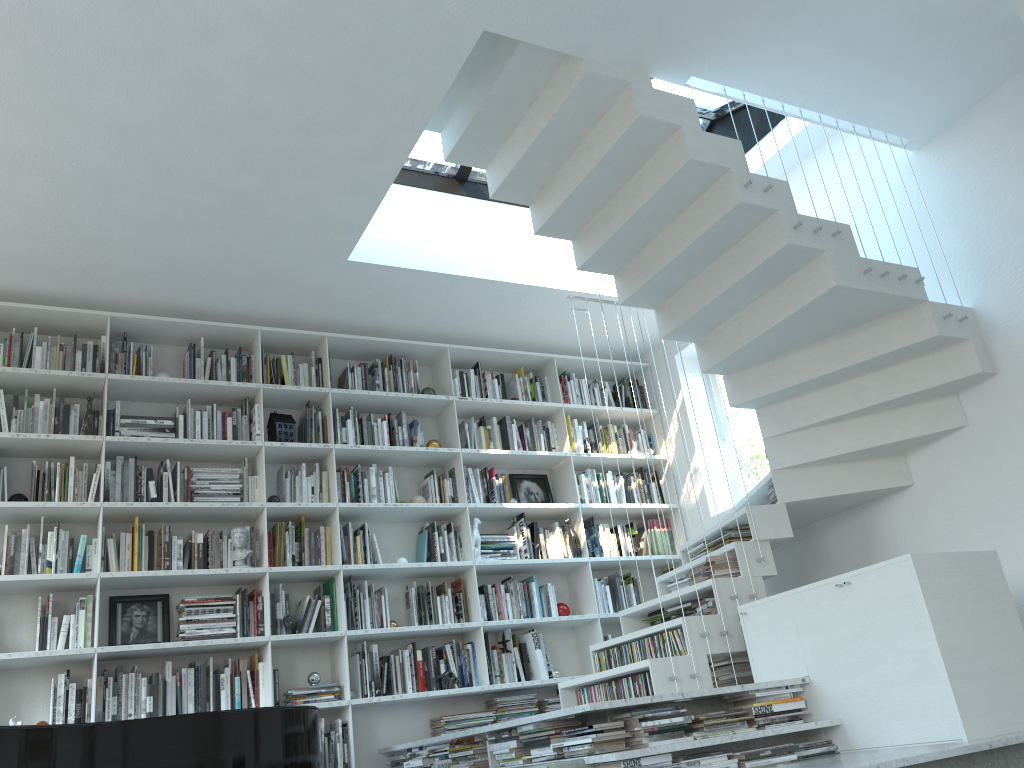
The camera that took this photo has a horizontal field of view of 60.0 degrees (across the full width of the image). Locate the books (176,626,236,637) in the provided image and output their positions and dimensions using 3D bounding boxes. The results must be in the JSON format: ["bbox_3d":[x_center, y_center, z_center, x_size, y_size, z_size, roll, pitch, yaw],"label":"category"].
[{"bbox_3d":[-1.653,1.338,4.791,0.285,0.012,0.160,4,-26,-28],"label":"books"}]

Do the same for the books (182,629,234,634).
[{"bbox_3d":[-1.647,1.344,4.777,0.254,0.012,0.161,7,-27,-32],"label":"books"}]

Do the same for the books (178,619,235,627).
[{"bbox_3d":[-1.653,1.300,4.794,0.285,0.012,0.160,2,-25,-23],"label":"books"}]

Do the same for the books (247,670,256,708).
[{"bbox_3d":[-1.412,1.652,4.746,0.042,0.211,0.169,4,-25,-28],"label":"books"}]

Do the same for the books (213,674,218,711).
[{"bbox_3d":[-1.574,1.644,4.663,0.024,0.206,0.184,4,-25,-28],"label":"books"}]

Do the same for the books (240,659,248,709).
[{"bbox_3d":[-1.451,1.627,4.749,0.026,0.271,0.175,4,-25,-28],"label":"books"}]

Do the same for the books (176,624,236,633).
[{"bbox_3d":[-1.654,1.326,4.793,0.285,0.012,0.160,4,-25,-27],"label":"books"}]

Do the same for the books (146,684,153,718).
[{"bbox_3d":[-1.850,1.630,4.501,0.029,0.183,0.175,4,-25,-28],"label":"books"}]

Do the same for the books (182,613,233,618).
[{"bbox_3d":[-1.659,1.270,4.812,0.254,0.012,0.161,3,-25,-25],"label":"books"}]

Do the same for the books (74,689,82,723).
[{"bbox_3d":[-2.147,1.617,4.380,0.031,0.194,0.142,4,-25,-28],"label":"books"}]

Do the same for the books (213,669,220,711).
[{"bbox_3d":[-1.564,1.637,4.686,0.014,0.234,0.154,4,-25,-28],"label":"books"}]

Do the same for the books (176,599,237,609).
[{"bbox_3d":[-1.667,1.201,4.835,0.285,0.012,0.160,7,-27,-32],"label":"books"}]

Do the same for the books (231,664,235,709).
[{"bbox_3d":[-1.503,1.635,4.731,0.014,0.255,0.145,4,-25,-28],"label":"books"}]

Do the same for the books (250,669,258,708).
[{"bbox_3d":[-1.390,1.652,4.760,0.011,0.215,0.166,4,-25,-28],"label":"books"}]

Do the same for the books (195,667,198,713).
[{"bbox_3d":[-1.662,1.624,4.643,0.011,0.250,0.159,4,-25,-28],"label":"books"}]

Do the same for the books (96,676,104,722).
[{"bbox_3d":[-2.064,1.597,4.425,0.029,0.243,0.154,4,-25,-28],"label":"books"}]

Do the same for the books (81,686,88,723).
[{"bbox_3d":[-2.118,1.611,4.383,0.024,0.200,0.159,4,-25,-28],"label":"books"}]

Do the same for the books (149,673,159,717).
[{"bbox_3d":[-1.831,1.610,4.531,0.029,0.237,0.166,4,-25,-28],"label":"books"}]

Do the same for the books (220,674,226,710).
[{"bbox_3d":[-1.540,1.647,4.680,0.023,0.203,0.168,4,-25,-28],"label":"books"}]

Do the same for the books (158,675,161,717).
[{"bbox_3d":[-1.817,1.619,4.547,0.013,0.229,0.139,4,-25,-28],"label":"books"}]

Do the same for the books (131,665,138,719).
[{"bbox_3d":[-1.918,1.584,4.496,0.013,0.281,0.167,4,-25,-28],"label":"books"}]

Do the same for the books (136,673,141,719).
[{"bbox_3d":[-1.908,1.610,4.512,0.021,0.243,0.142,4,-25,-28],"label":"books"}]

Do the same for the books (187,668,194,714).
[{"bbox_3d":[-1.683,1.618,4.612,0.026,0.244,0.192,4,-25,-28],"label":"books"}]

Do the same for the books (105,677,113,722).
[{"bbox_3d":[-2.020,1.597,4.428,0.027,0.233,0.168,4,-25,-28],"label":"books"}]

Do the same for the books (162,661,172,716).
[{"bbox_3d":[-1.784,1.594,4.579,0.026,0.290,0.152,4,-25,-28],"label":"books"}]

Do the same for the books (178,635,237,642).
[{"bbox_3d":[-1.641,1.377,4.763,0.285,0.012,0.160,7,-27,-32],"label":"books"}]

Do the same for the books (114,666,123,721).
[{"bbox_3d":[-1.993,1.586,4.485,0.027,0.289,0.141,4,-25,-28],"label":"books"}]

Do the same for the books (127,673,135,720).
[{"bbox_3d":[-1.934,1.601,4.482,0.027,0.244,0.180,4,-25,-28],"label":"books"}]

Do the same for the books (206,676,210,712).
[{"bbox_3d":[-1.610,1.649,4.656,0.021,0.202,0.129,4,-25,-28],"label":"books"}]

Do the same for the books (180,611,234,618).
[{"bbox_3d":[-1.661,1.258,4.816,0.254,0.012,0.161,6,-26,-31],"label":"books"}]

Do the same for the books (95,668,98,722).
[{"bbox_3d":[-2.086,1.578,4.426,0.012,0.284,0.160,4,-25,-28],"label":"books"}]

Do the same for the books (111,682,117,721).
[{"bbox_3d":[-2.002,1.615,4.445,0.024,0.207,0.170,4,-25,-28],"label":"books"}]

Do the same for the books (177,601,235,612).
[{"bbox_3d":[-1.669,1.215,4.836,0.285,0.012,0.160,3,-25,-26],"label":"books"}]

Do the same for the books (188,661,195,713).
[{"bbox_3d":[-1.679,1.610,4.648,0.014,0.285,0.135,4,-25,-28],"label":"books"}]

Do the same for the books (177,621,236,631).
[{"bbox_3d":[-1.654,1.314,4.796,0.285,0.012,0.160,3,-25,-26],"label":"books"}]

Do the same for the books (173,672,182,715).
[{"bbox_3d":[-1.734,1.623,4.595,0.031,0.236,0.159,4,-25,-28],"label":"books"}]

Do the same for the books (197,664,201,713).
[{"bbox_3d":[-1.649,1.616,4.641,0.010,0.260,0.182,4,-25,-28],"label":"books"}]

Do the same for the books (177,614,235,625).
[{"bbox_3d":[-1.656,1.279,4.803,0.285,0.012,0.160,2,-25,-23],"label":"books"}]

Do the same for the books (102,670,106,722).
[{"bbox_3d":[-2.045,1.581,4.435,0.011,0.274,0.146,4,-25,-28],"label":"books"}]

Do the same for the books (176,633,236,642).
[{"bbox_3d":[-1.647,1.369,4.775,0.285,0.012,0.160,5,-26,-29],"label":"books"}]

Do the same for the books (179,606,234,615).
[{"bbox_3d":[-1.665,1.236,4.825,0.254,0.012,0.161,6,-26,-31],"label":"books"}]

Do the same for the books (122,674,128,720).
[{"bbox_3d":[-1.965,1.605,4.485,0.024,0.246,0.132,4,-25,-28],"label":"books"}]

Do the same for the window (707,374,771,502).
[{"bbox_3d":[1.765,0.144,5.984,0.042,1.221,1.122,4,-25,-28],"label":"window"}]

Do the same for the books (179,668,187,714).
[{"bbox_3d":[-1.718,1.623,4.624,0.025,0.253,0.137,4,-25,-28],"label":"books"}]

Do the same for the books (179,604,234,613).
[{"bbox_3d":[-1.665,1.224,4.828,0.254,0.012,0.161,6,-27,-32],"label":"books"}]

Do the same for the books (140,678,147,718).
[{"bbox_3d":[-1.877,1.615,4.499,0.023,0.216,0.175,4,-25,-28],"label":"books"}]

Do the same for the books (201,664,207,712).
[{"bbox_3d":[-1.629,1.613,4.645,0.028,0.263,0.162,4,-25,-28],"label":"books"}]

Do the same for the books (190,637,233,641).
[{"bbox_3d":[-1.643,1.390,4.764,0.254,0.012,0.161,3,-25,-26],"label":"books"}]

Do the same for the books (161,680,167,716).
[{"bbox_3d":[-1.793,1.630,4.540,0.023,0.195,0.165,4,-25,-28],"label":"books"}]

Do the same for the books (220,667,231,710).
[{"bbox_3d":[-1.522,1.635,4.696,0.023,0.233,0.175,4,-25,-28],"label":"books"}]

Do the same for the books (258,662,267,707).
[{"bbox_3d":[-1.360,1.639,4.776,0.033,0.245,0.177,4,-25,-28],"label":"books"}]

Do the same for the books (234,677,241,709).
[{"bbox_3d":[-1.471,1.660,4.707,0.023,0.182,0.169,4,-25,-28],"label":"books"}]

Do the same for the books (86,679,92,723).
[{"bbox_3d":[-2.113,1.604,4.422,0.019,0.241,0.108,4,-25,-28],"label":"books"}]

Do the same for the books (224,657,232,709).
[{"bbox_3d":[-1.514,1.614,4.725,0.014,0.292,0.138,4,-25,-28],"label":"books"}]

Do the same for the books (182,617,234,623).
[{"bbox_3d":[-1.654,1.290,4.799,0.254,0.012,0.161,7,-27,-32],"label":"books"}]

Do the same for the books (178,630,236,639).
[{"bbox_3d":[-1.645,1.355,4.772,0.285,0.012,0.160,2,-25,-23],"label":"books"}]

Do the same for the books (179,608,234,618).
[{"bbox_3d":[-1.662,1.246,4.819,0.254,0.012,0.161,6,-27,-32],"label":"books"}]

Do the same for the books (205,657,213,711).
[{"bbox_3d":[-1.597,1.603,4.674,0.012,0.295,0.178,4,-25,-28],"label":"books"}]

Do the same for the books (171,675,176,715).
[{"bbox_3d":[-1.760,1.632,4.585,0.025,0.219,0.140,4,-25,-28],"label":"books"}]
